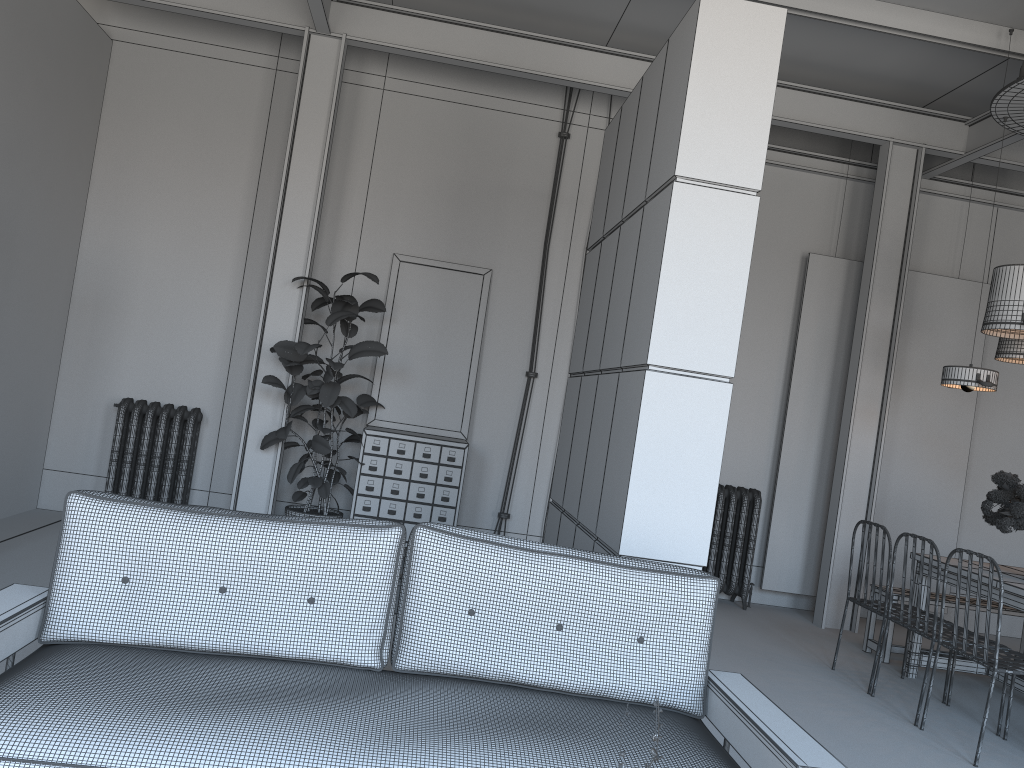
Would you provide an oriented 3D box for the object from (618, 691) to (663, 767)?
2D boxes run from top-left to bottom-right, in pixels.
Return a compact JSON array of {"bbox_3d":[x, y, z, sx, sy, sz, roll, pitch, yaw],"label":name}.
[{"bbox_3d":[0.175,0.759,1.204,0.194,0.709,0.443,8,-2,35],"label":"object"}]

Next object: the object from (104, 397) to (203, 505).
[{"bbox_3d":[-2.785,0.640,6.874,0.733,1.007,0.328,9,-1,-6],"label":"object"}]

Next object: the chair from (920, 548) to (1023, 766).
[{"bbox_3d":[2.470,1.354,4.446,0.488,0.975,0.474,9,-1,-6],"label":"chair"}]

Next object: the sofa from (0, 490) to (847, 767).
[{"bbox_3d":[-0.361,0.893,2.443,2.347,0.948,0.952,9,-1,-6],"label":"sofa"}]

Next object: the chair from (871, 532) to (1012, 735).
[{"bbox_3d":[2.418,1.358,4.952,0.488,0.975,0.474,9,-1,-6],"label":"chair"}]

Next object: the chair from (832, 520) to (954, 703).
[{"bbox_3d":[2.369,1.363,5.446,0.488,0.975,0.474,9,-1,-6],"label":"chair"}]

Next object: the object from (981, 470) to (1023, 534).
[{"bbox_3d":[3.152,0.843,5.227,0.782,0.654,0.697,9,-1,-3],"label":"object"}]

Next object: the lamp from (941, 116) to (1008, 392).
[{"bbox_3d":[3.046,-0.835,5.689,0.323,1.798,0.404,10,-2,-37],"label":"lamp"}]

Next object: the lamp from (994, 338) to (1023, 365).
[{"bbox_3d":[3.377,-0.910,5.680,0.322,1.553,0.364,7,-2,40],"label":"lamp"}]

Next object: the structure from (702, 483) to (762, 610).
[{"bbox_3d":[1.691,1.327,7.319,0.733,1.007,0.328,9,-1,-6],"label":"structure"}]

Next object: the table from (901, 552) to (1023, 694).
[{"bbox_3d":[3.271,1.601,5.027,1.239,0.819,1.784,9,-1,-6],"label":"table"}]

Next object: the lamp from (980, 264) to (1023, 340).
[{"bbox_3d":[3.139,-1.008,5.314,0.470,1.447,0.415,10,-2,-35],"label":"lamp"}]

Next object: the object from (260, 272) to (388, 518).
[{"bbox_3d":[-1.407,0.219,6.506,0.868,2.157,1.270,9,-1,-5],"label":"object"}]

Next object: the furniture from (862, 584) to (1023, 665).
[{"bbox_3d":[3.154,1.758,6.249,1.260,0.478,0.300,9,-1,-6],"label":"furniture"}]

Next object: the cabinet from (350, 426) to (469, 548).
[{"bbox_3d":[-0.819,0.900,6.917,0.796,1.026,0.668,9,-1,-6],"label":"cabinet"}]
